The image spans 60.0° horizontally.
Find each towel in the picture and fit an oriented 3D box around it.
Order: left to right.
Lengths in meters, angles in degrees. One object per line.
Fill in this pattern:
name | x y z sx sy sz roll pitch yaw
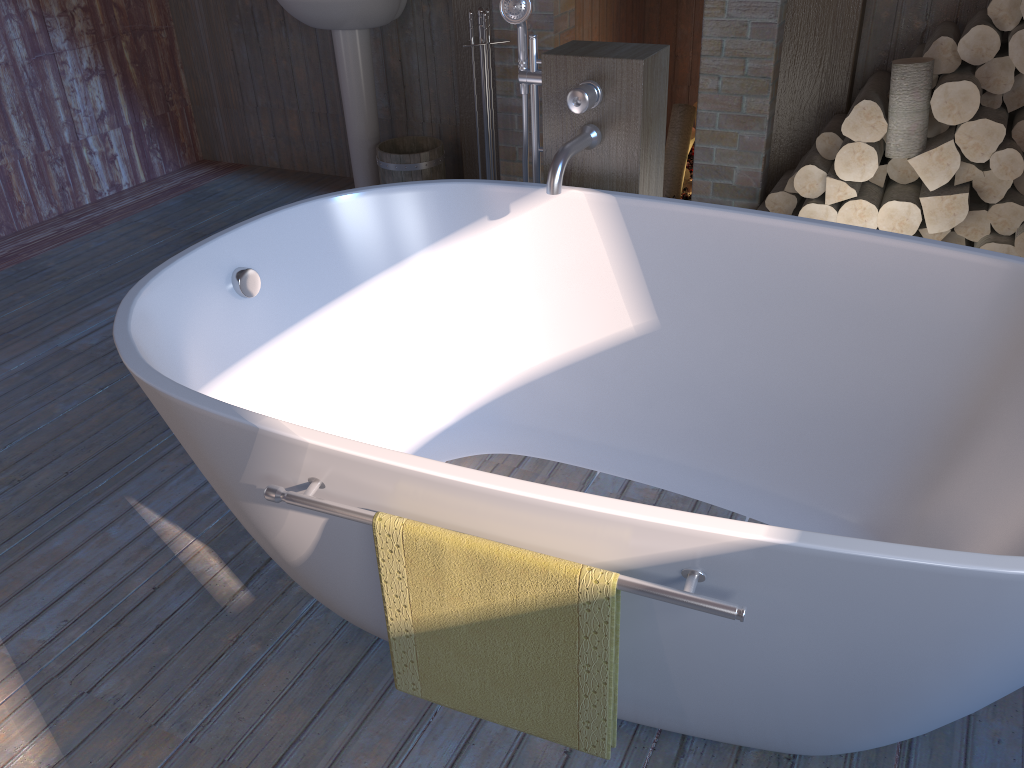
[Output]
towel | -0.023 0.374 1.311 0.370 0.361 0.032 10 33 21

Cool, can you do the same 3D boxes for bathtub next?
bathtub | 0.182 -0.047 1.681 1.460 1.109 1.935 -26 38 -34

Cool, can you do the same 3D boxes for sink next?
sink | -0.723 -1.371 3.932 0.582 1.143 0.475 12 34 23

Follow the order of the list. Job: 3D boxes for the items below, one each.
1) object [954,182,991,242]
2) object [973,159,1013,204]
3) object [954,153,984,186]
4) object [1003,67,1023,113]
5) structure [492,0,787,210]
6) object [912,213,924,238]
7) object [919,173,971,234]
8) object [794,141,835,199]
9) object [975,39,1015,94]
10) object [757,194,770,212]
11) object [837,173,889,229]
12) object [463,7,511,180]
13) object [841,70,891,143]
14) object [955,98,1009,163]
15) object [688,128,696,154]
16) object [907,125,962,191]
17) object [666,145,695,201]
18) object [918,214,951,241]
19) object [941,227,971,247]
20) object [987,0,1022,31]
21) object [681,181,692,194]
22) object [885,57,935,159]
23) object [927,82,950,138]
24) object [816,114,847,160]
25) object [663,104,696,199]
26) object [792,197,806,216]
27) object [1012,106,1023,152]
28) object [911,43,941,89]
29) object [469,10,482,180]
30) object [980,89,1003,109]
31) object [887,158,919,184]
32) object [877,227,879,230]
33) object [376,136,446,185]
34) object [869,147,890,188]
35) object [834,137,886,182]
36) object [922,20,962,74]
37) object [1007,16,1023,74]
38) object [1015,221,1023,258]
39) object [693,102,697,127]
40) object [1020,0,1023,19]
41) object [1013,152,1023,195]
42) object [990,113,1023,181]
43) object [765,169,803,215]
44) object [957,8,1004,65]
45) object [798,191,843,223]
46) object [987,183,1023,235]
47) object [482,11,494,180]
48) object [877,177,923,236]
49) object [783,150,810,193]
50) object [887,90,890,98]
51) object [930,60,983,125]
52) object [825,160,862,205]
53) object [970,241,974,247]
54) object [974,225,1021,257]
object | 1.578 -0.594 3.022 0.111 0.118 0.302 12 34 23
object | 1.599 -0.704 2.940 0.114 0.120 0.303 13 34 25
object | 1.528 -0.740 2.942 0.088 0.092 0.280 13 34 25
object | 1.658 -0.981 2.848 0.128 0.150 0.323 13 34 24
structure | 0.479 -1.246 3.484 1.130 1.330 0.226 13 34 24
object | 1.431 -0.523 3.132 0.098 0.100 0.437 12 34 22
object | 1.489 -0.666 3.048 0.151 0.150 0.483 12 34 22
object | 1.100 -0.780 3.170 0.117 0.120 0.370 12 34 22
object | 1.527 -1.005 2.796 0.111 0.113 0.301 12 34 23
object | 1.000 -0.657 3.396 0.099 0.093 0.280 13 34 25
object | 1.257 -0.661 3.153 0.137 0.133 0.437 12 34 22
object | -0.113 -1.070 3.626 0.333 0.888 0.276 -13 32 -17
object | 1.225 -0.947 3.010 0.139 0.137 0.455 12 34 22
object | 1.535 -0.858 2.890 0.139 0.148 0.458 13 34 24
object | 0.750 -1.047 4.097 0.121 0.306 0.221 -22 36 -29
object | 1.434 -0.806 2.994 0.155 0.174 0.483 12 34 22
object | 0.881 -1.002 4.250 0.829 0.085 0.935 3 31 9
object | 1.469 -0.556 3.064 0.099 0.093 0.280 13 34 25
object | 1.577 -0.554 3.160 0.121 0.120 0.321 13 34 25
object | 1.516 -1.159 2.705 0.106 0.112 0.282 13 34 25
object | 0.727 -0.871 4.014 0.278 0.084 0.085 -11 32 -13
object | 1.253 -0.871 2.803 0.147 0.298 0.109 14 35 26
object | 1.434 -0.934 3.005 0.121 0.124 0.291 13 34 25
object | 1.154 -0.880 3.149 0.101 0.103 0.242 13 34 25
object | 0.723 -1.006 3.921 0.098 0.434 0.283 12 34 22
object | 1.061 -0.585 3.291 0.150 0.159 0.483 12 34 23
object | 1.657 -0.831 2.820 0.114 0.120 0.303 13 34 25
object | 1.385 -1.059 2.977 0.108 0.113 0.302 13 34 24
object | -0.200 -1.068 3.611 0.136 0.846 0.062 2 31 8
object | 1.536 -0.934 2.835 0.064 0.068 0.174 12 34 23
object | 1.398 -0.805 3.113 0.115 0.123 0.291 13 34 25
object | 1.344 -0.545 3.176 0.137 0.133 0.437 12 34 22
object | -0.449 -0.936 4.008 0.309 0.290 0.308 19 37 32
object | 1.310 -0.790 3.177 0.086 0.085 0.278 11 33 22
object | 1.220 -0.831 3.071 0.137 0.133 0.437 12 34 22
object | 1.394 -1.089 2.863 0.114 0.113 0.301 11 33 22
object | 1.590 -1.061 2.709 0.141 0.143 0.437 12 34 22
object | 1.732 -0.539 2.947 0.102 0.109 0.438 13 34 24
object | 0.923 -1.079 4.058 0.140 0.459 0.266 25 40 38
object | 1.598 -1.178 2.638 0.135 0.145 0.439 13 34 24
object | 1.742 -0.726 2.958 0.121 0.124 0.291 13 34 25
object | 1.603 -0.775 2.877 0.098 0.100 0.437 12 34 22
object | 1.044 -0.719 3.330 0.114 0.120 0.303 13 34 25
object | 1.464 -1.085 2.761 0.115 0.123 0.291 13 34 25
object | 1.144 -0.660 3.218 0.137 0.133 0.437 12 34 22
object | 1.656 -0.605 2.961 0.114 0.120 0.303 13 34 25
object | -0.074 -1.022 3.549 0.126 0.871 0.206 -13 32 -16
object | 1.371 -0.644 3.098 0.137 0.133 0.437 12 34 22
object | 1.074 -0.789 3.263 0.085 0.091 0.280 12 34 23
object | 1.351 -0.995 3.034 0.099 0.093 0.280 13 34 25
object | 1.445 -0.962 2.859 0.138 0.147 0.440 13 34 24
object | 1.190 -0.741 3.134 0.106 0.104 0.421 12 34 22
object | 1.645 -0.395 3.100 0.137 0.133 0.437 12 34 22
object | 1.656 -0.496 3.029 0.137 0.133 0.437 12 34 22
